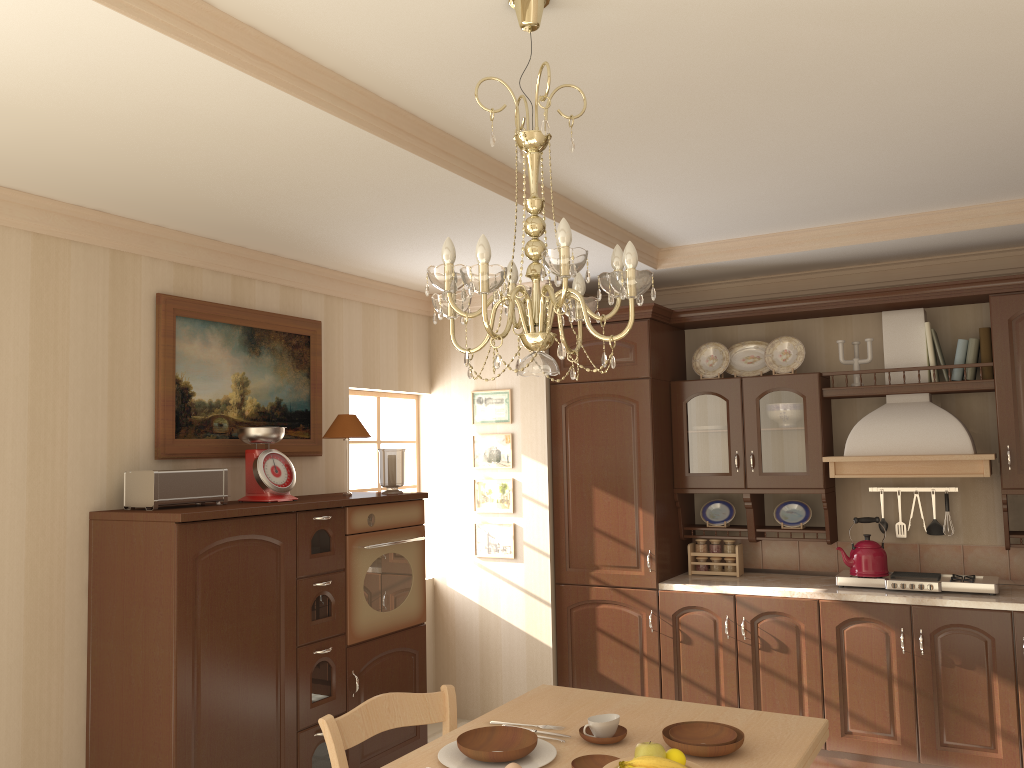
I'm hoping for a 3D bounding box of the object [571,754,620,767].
[{"bbox_3d":[0.203,0.906,2.085,0.126,0.026,0.127,-1,-4,-6],"label":"object"}]

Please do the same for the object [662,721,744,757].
[{"bbox_3d":[0.483,0.904,2.241,0.204,0.042,0.204,0,-5,-22],"label":"object"}]

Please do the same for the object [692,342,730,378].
[{"bbox_3d":[1.118,-0.136,4.989,0.220,0.210,0.068,-4,-5,27],"label":"object"}]

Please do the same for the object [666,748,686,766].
[{"bbox_3d":[0.352,0.811,1.913,0.047,0.046,0.054,0,-5,-19],"label":"object"}]

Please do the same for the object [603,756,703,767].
[{"bbox_3d":[0.305,0.864,1.887,0.235,0.068,0.235,0,-5,-13],"label":"object"}]

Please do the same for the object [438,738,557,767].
[{"bbox_3d":[-0.037,0.930,2.226,0.299,0.009,0.299,-4,-5,28],"label":"object"}]

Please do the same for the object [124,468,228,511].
[{"bbox_3d":[-1.324,0.415,3.527,0.192,0.150,0.360,-4,-5,29],"label":"object"}]

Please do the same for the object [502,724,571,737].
[{"bbox_3d":[0.066,0.943,2.409,0.212,0.008,0.018,-4,-5,29],"label":"object"}]

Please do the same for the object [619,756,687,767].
[{"bbox_3d":[0.318,0.809,1.846,0.184,0.085,0.066,1,-5,-23],"label":"object"}]

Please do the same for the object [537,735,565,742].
[{"bbox_3d":[0.050,0.941,2.374,0.218,0.008,0.022,-4,-5,32],"label":"object"}]

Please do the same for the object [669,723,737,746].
[{"bbox_3d":[0.483,0.900,2.239,0.168,0.034,0.168,-5,-6,40],"label":"object"}]

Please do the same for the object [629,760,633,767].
[{"bbox_3d":[0.255,0.820,1.866,0.045,0.053,0.051,-3,-5,18],"label":"object"}]

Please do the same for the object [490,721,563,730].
[{"bbox_3d":[0.041,0.950,2.469,0.218,0.004,0.028,-3,-5,19],"label":"object"}]

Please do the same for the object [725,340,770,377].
[{"bbox_3d":[1.323,-0.142,4.938,0.342,0.209,0.073,-4,-5,30],"label":"object"}]

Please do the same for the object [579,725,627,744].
[{"bbox_3d":[0.240,0.924,2.332,0.127,0.026,0.126,2,-5,-33],"label":"object"}]

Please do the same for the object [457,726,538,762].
[{"bbox_3d":[-0.037,0.912,2.228,0.204,0.042,0.204,-4,-5,29],"label":"object"}]

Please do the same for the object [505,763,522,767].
[{"bbox_3d":[0.004,0.853,1.871,0.058,0.104,0.058,-2,-4,8],"label":"object"}]

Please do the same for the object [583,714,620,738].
[{"bbox_3d":[0.234,0.907,2.329,0.119,0.055,0.063,1,-5,-32],"label":"object"}]

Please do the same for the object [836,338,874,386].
[{"bbox_3d":[1.785,-0.105,4.642,0.163,0.248,0.174,-1,-4,-8],"label":"object"}]

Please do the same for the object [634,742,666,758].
[{"bbox_3d":[0.298,0.804,1.912,0.069,0.061,0.068,3,-6,-44],"label":"object"}]

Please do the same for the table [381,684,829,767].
[{"bbox_3d":[0.114,1.301,1.983,0.900,0.774,1.567,-4,-5,29],"label":"table"}]

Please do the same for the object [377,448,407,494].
[{"bbox_3d":[-0.592,0.430,4.382,0.144,0.220,0.144,-2,-5,13],"label":"object"}]

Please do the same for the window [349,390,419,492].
[{"bbox_3d":[-0.771,0.596,5.063,0.050,1.100,0.765,-4,-5,29],"label":"window"}]

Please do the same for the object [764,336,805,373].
[{"bbox_3d":[1.472,-0.159,4.790,0.220,0.210,0.068,-4,-5,27],"label":"object"}]

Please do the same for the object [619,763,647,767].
[{"bbox_3d":[0.312,0.825,1.826,0.176,0.094,0.064,1,-5,-24],"label":"object"}]

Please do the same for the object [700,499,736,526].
[{"bbox_3d":[1.156,0.721,4.981,0.202,0.143,0.071,-4,-5,27],"label":"object"}]

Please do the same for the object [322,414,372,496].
[{"bbox_3d":[-0.791,0.340,4.256,0.237,0.388,0.235,-5,-6,41],"label":"object"}]

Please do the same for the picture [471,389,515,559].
[{"bbox_3d":[-0.112,0.517,5.130,0.268,0.964,0.010,-4,-5,29],"label":"picture"}]

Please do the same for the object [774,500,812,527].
[{"bbox_3d":[1.512,0.698,4.778,0.202,0.143,0.071,-4,-5,27],"label":"object"}]

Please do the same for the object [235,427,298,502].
[{"bbox_3d":[-1.074,0.348,3.853,0.263,0.317,0.218,-4,-5,33],"label":"object"}]

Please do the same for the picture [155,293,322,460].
[{"bbox_3d":[-1.207,-0.006,4.065,0.036,0.687,0.990,-4,-5,29],"label":"picture"}]
